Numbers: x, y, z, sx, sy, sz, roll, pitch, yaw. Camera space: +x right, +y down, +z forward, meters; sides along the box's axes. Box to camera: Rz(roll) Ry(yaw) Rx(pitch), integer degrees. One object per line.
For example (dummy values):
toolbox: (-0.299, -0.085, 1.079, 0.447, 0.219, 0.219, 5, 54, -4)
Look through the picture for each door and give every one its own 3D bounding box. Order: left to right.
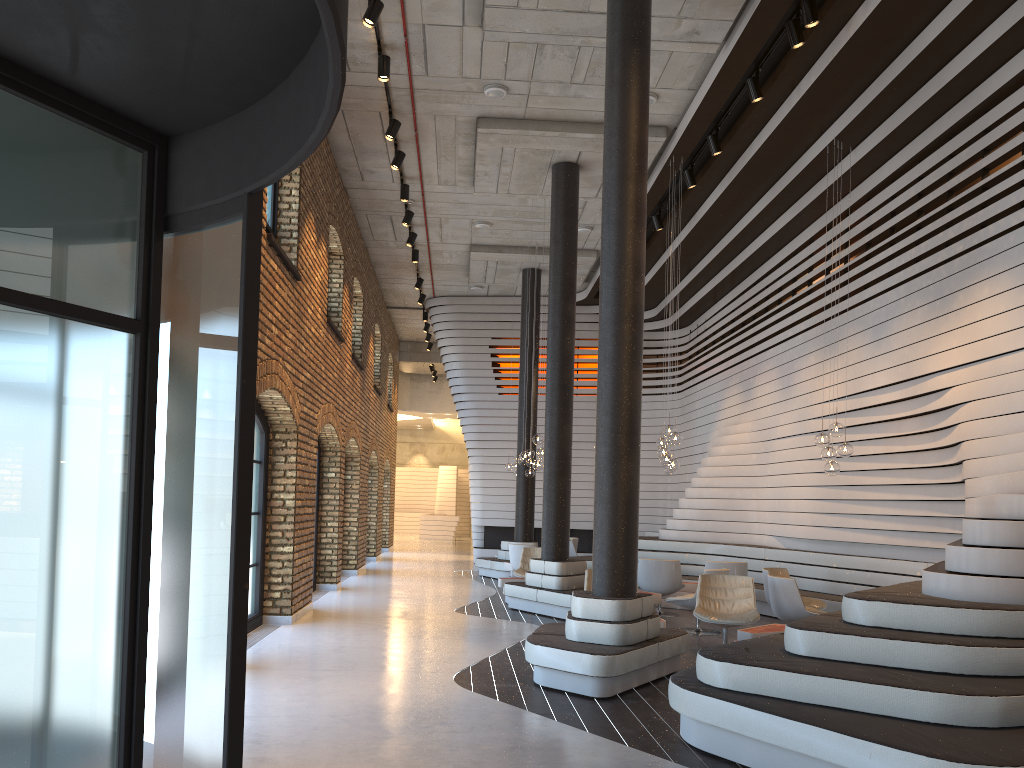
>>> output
door: (-1.989, 0.277, 1.744, 3.204, 2.839, 3.274, 1, -5, 4)

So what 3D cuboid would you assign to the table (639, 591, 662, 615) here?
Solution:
table: (1.555, 2.798, 10.954, 0.416, 0.368, 0.907, -2, -7, 34)

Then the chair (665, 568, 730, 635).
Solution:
chair: (2.203, 2.551, 10.443, 0.715, 0.763, 0.656, -2, -5, 37)

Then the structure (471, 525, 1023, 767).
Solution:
structure: (2.948, 2.852, 13.114, 5.766, 0.922, 18.369, 3, -8, -7)

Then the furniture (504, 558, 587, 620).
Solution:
furniture: (0.831, 2.721, 11.832, 1.272, 0.718, 1.788, 6, -8, -32)

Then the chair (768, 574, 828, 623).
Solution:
chair: (3.102, 2.443, 9.447, 0.710, 0.763, 0.661, 2, -4, -4)

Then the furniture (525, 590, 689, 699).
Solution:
furniture: (0.658, 2.141, 7.558, 1.282, 0.718, 1.775, -2, -8, 32)

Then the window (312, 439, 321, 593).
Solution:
window: (-3.013, 1.814, 12.627, 0.130, 2.523, 2.372, 2, -4, -3)

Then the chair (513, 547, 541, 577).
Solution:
chair: (0.377, 2.930, 13.653, 0.658, 0.763, 0.713, 1, -5, 15)

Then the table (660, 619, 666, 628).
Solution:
table: (1.017, 2.469, 8.629, 0.905, 0.369, 0.416, 2, -5, -1)

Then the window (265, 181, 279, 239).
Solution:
window: (-2.578, -1.999, 8.929, 0.125, 1.444, 1.582, 2, -5, -3)

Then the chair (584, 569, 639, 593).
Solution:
chair: (1.081, 2.380, 9.421, 0.656, 0.763, 0.715, 2, -4, -2)

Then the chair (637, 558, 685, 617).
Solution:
chair: (2.020, 2.758, 12.025, 0.658, 0.763, 0.713, 0, -5, 17)

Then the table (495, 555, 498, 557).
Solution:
table: (0.041, 3.748, 18.336, 0.904, 0.369, 0.417, 5, -6, -25)

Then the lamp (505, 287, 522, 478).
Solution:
lamp: (0.130, -0.294, 18.760, 0.543, 4.609, 0.277, 3, -2, -44)

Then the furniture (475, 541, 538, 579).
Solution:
furniture: (-0.053, 3.411, 17.147, 1.273, 0.718, 1.787, 2, -7, -8)

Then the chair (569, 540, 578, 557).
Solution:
chair: (1.354, 3.454, 17.333, 0.710, 0.763, 0.661, 2, -4, 1)

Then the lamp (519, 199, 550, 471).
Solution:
lamp: (0.434, -1.020, 13.291, 0.543, 4.655, 0.295, 2, -2, -18)

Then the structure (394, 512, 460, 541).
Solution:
structure: (-3.368, 5.742, 35.833, 2.546, 0.892, 7.568, 5, -8, -25)

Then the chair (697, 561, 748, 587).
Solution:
chair: (2.871, 2.778, 11.984, 0.657, 0.763, 0.715, 1, -4, 4)

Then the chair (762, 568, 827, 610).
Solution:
chair: (3.330, 2.584, 10.446, 0.715, 0.763, 0.656, -2, -6, 41)

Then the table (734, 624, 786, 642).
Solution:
table: (2.406, 2.450, 8.185, 0.904, 0.369, 0.417, 6, -6, -30)

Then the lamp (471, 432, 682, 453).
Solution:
lamp: (2.827, -2.083, 3.579, 9.027, 4.588, 42.264, 2, -8, -3)

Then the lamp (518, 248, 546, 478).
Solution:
lamp: (0.420, -0.616, 15.885, 0.543, 4.609, 0.277, 3, -2, -42)

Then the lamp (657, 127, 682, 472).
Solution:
lamp: (2.081, -1.228, 11.459, 0.310, 4.722, 0.664, 2, -2, 5)

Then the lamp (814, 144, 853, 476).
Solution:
lamp: (3.602, -1.315, 9.868, 0.530, 4.695, 0.335, 3, -2, -41)

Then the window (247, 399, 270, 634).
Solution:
window: (-2.773, 1.311, 8.837, 0.130, 2.523, 2.372, 2, -4, -3)

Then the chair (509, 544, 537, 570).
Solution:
chair: (0.279, 3.129, 15.151, 0.660, 0.763, 0.711, -1, -5, 34)

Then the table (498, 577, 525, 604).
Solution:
table: (0.229, 3.014, 12.845, 0.904, 0.369, 0.417, 3, -5, -10)

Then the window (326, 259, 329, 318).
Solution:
window: (-2.818, -1.495, 12.718, 0.125, 1.444, 1.582, 2, -5, -3)

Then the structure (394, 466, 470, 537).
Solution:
structure: (-3.686, 5.057, 38.136, 4.529, 2.851, 5.863, 2, -6, -3)

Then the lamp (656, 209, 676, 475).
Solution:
lamp: (2.386, -0.953, 13.367, 0.293, 4.655, 0.547, 2, -2, -8)

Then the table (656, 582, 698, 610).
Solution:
table: (2.400, 3.081, 12.869, 0.910, 0.369, 0.414, -2, -6, 29)

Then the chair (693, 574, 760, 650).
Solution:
chair: (2.193, 2.360, 9.030, 0.658, 0.763, 0.714, 1, -4, 13)

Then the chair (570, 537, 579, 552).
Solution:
chair: (1.028, 3.594, 18.445, 0.710, 0.763, 0.661, 2, -4, -1)

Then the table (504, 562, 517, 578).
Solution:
table: (0.291, 3.431, 15.924, 0.906, 0.369, 0.416, 1, -5, 5)
